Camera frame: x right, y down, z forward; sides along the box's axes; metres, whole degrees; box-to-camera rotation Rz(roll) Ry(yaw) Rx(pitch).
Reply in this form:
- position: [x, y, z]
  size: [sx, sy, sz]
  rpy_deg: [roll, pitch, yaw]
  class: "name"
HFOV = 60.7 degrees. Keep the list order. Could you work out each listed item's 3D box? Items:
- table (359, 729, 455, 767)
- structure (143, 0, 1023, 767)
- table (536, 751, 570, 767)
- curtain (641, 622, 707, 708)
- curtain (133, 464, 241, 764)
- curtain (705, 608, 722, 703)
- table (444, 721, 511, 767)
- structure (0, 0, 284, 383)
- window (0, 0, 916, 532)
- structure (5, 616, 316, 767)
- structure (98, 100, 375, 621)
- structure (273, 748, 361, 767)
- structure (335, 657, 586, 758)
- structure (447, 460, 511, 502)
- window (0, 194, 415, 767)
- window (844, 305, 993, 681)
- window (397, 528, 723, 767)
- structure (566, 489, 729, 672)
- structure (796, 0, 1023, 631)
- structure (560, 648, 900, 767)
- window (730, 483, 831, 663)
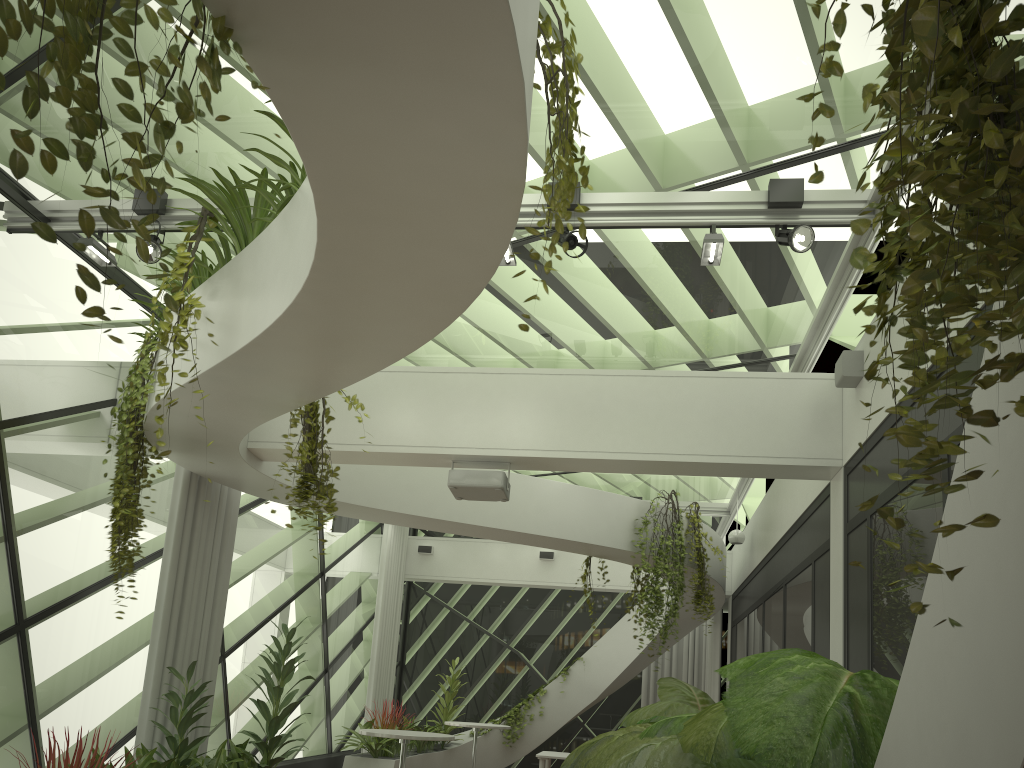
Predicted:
- position: [-0.980, 3.649, 7.748]
  size: [0.866, 1.060, 0.878]
  rpy_deg: [-9, -20, 42]
  class: "table"
- position: [-1.132, 0.805, 2.976]
  size: [5.916, 4.078, 25.342]
  rpy_deg: [0, -20, 14]
  class: "structure"
- position: [1.108, 5.593, 12.246]
  size: [1.499, 0.695, 1.111]
  rpy_deg: [1, -17, 9]
  class: "table"
- position: [2.877, 4.938, 15.117]
  size: [1.229, 3.957, 0.165]
  rpy_deg: [3, -11, 8]
  class: "curtain"
- position: [-2.811, 1.891, 7.716]
  size: [0.160, 3.957, 1.080]
  rpy_deg: [3, -12, 8]
  class: "curtain"
- position: [3.283, 4.663, 14.259]
  size: [0.160, 3.957, 1.033]
  rpy_deg: [3, -12, 8]
  class: "curtain"
- position: [-0.483, 4.922, 11.225]
  size: [0.866, 1.060, 0.878]
  rpy_deg: [-9, -20, 42]
  class: "table"
- position: [-1.801, -0.994, 1.074]
  size: [3.245, 1.799, 1.260]
  rpy_deg: [13, -16, -25]
  class: "structure"
- position: [-0.192, -0.319, 8.052]
  size: [5.682, 0.053, 17.405]
  rpy_deg: [1, -20, 9]
  class: "window"
- position: [-2.299, 2.315, 6.274]
  size: [0.853, 1.543, 3.462]
  rpy_deg: [2, -18, 8]
  class: "structure"
- position: [-1.535, 0.205, 5.103]
  size: [1.463, 2.233, 4.753]
  rpy_deg: [11, -19, -26]
  class: "structure"
- position: [-3.051, 3.998, 8.306]
  size: [0.258, 0.486, 15.754]
  rpy_deg: [2, -20, 9]
  class: "structure"
- position: [-1.050, 4.635, 12.827]
  size: [2.055, 1.616, 4.905]
  rpy_deg: [-9, -23, 38]
  class: "structure"
- position: [-0.246, 0.746, 6.789]
  size: [0.461, 0.267, 0.403]
  rpy_deg: [1, -17, 9]
  class: "structure"
- position: [-3.155, 1.800, 8.039]
  size: [0.084, 4.476, 17.438]
  rpy_deg: [3, -19, 9]
  class: "window"
- position: [1.772, 0.872, 2.459]
  size: [0.050, 3.128, 7.383]
  rpy_deg: [3, -18, 9]
  class: "window"
- position: [0.822, 4.817, 15.696]
  size: [5.732, 4.495, 0.039]
  rpy_deg: [2, -11, 9]
  class: "window"
- position: [1.524, 2.253, 10.031]
  size: [1.654, 2.005, 1.472]
  rpy_deg: [11, -16, -25]
  class: "structure"
- position: [0.679, -0.743, 1.164]
  size: [0.615, 2.048, 1.102]
  rpy_deg: [0, -14, 21]
  class: "structure"
- position: [1.325, 3.110, 6.903]
  size: [1.780, 1.656, 9.265]
  rpy_deg: [2, -19, 9]
  class: "structure"
- position: [2.816, 3.545, 9.764]
  size: [0.050, 3.127, 7.476]
  rpy_deg: [3, -18, 9]
  class: "window"
